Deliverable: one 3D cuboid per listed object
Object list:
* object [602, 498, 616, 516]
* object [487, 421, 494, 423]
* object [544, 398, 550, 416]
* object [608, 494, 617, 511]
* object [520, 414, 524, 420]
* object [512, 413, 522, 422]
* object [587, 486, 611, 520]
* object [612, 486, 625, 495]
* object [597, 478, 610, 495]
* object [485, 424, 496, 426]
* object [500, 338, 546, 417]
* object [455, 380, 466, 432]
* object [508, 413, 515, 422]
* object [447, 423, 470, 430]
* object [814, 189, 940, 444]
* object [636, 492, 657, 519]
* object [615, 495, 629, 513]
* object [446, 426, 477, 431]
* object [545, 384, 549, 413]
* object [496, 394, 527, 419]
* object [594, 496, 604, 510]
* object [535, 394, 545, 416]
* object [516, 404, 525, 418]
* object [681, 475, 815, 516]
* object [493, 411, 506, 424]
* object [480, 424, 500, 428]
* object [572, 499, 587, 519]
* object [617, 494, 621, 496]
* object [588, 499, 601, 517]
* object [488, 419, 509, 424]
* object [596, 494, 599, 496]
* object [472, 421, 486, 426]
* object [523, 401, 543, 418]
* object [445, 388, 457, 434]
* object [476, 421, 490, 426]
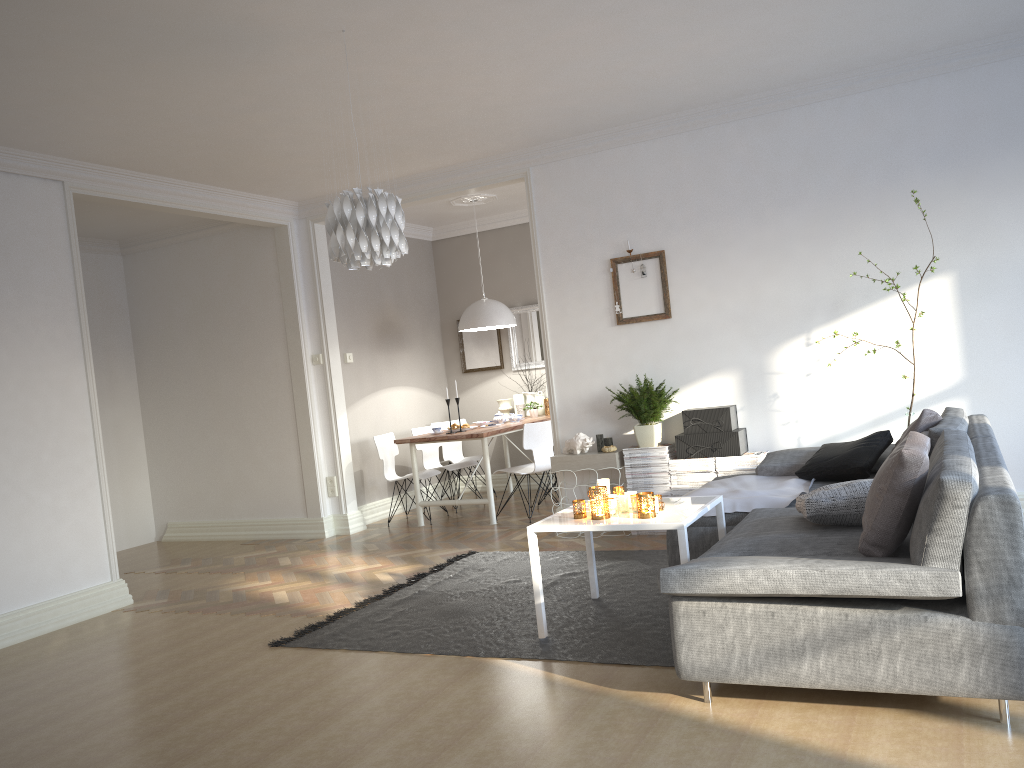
[{"bbox_3d":[0.440,0.554,4.007,0.060,0.073,0.060,-6,1,16],"label":"object"},{"bbox_3d":[-0.156,0.351,8.265,0.201,0.022,0.194,-7,1,-43],"label":"object"},{"bbox_3d":[0.364,0.221,8.640,0.095,0.163,0.095,-7,1,-23],"label":"object"},{"bbox_3d":[0.461,0.551,4.110,0.060,0.073,0.060,-6,1,7],"label":"object"},{"bbox_3d":[0.060,0.313,8.271,0.116,0.056,0.116,-6,1,-1],"label":"object"},{"bbox_3d":[0.042,0.303,8.023,0.090,0.086,0.090,-7,1,-18],"label":"object"},{"bbox_3d":[0.385,0.528,3.939,0.090,0.140,0.087,-6,1,-3],"label":"object"},{"bbox_3d":[0.519,0.540,4.298,0.060,0.079,0.060,-6,1,21],"label":"object"},{"bbox_3d":[0.428,0.481,4.133,0.060,0.073,0.060,-5,2,43],"label":"object"},{"bbox_3d":[-0.187,0.363,7.736,0.100,0.025,0.066,-6,1,4],"label":"object"},{"bbox_3d":[0.192,-0.071,8.745,0.698,0.781,0.351,-6,1,9],"label":"object"},{"bbox_3d":[-0.455,0.181,7.478,0.095,0.449,0.095,-6,2,22],"label":"object"},{"bbox_3d":[0.000,0.306,8.114,0.072,0.086,0.086,-6,1,-8],"label":"object"},{"bbox_3d":[-0.466,0.369,7.727,0.197,0.063,0.188,-6,1,-3],"label":"object"},{"bbox_3d":[2.122,-0.260,5.117,0.775,1.675,0.340,-7,1,-14],"label":"object"},{"bbox_3d":[0.581,0.525,3.841,0.080,0.104,0.080,-6,1,17],"label":"object"},{"bbox_3d":[0.505,0.547,4.046,0.060,0.073,0.060,-7,1,-17],"label":"object"},{"bbox_3d":[-0.439,0.392,7.728,0.287,0.020,0.287,-6,1,14],"label":"object"},{"bbox_3d":[0.378,0.149,8.804,0.091,0.301,0.091,-7,2,-20],"label":"object"},{"bbox_3d":[-0.002,0.226,8.911,0.310,0.228,0.173,-7,1,-20],"label":"object"},{"bbox_3d":[0.416,0.555,4.160,0.060,0.073,0.060,-6,1,7],"label":"object"},{"bbox_3d":[0.282,0.206,8.722,0.114,0.209,0.112,-6,1,27],"label":"object"},{"bbox_3d":[0.090,0.267,8.779,0.094,0.132,0.097,-6,1,-7],"label":"object"},{"bbox_3d":[1.243,0.749,4.722,0.726,0.437,0.811,-6,1,25],"label":"object"},{"bbox_3d":[-0.111,0.303,8.018,0.143,0.119,0.124,-6,1,31],"label":"object"},{"bbox_3d":[-0.187,0.367,7.747,0.180,0.014,0.180,-6,1,-8],"label":"object"},{"bbox_3d":[0.305,0.566,4.012,0.060,0.079,0.060,-6,1,17],"label":"object"},{"bbox_3d":[0.498,0.554,4.180,0.052,0.058,0.050,-6,1,-4],"label":"object"},{"bbox_3d":[0.376,0.561,4.012,0.060,0.073,0.060,-6,1,16],"label":"object"},{"bbox_3d":[-0.154,0.355,8.260,0.287,0.020,0.287,-6,1,-1],"label":"object"},{"bbox_3d":[0.416,0.553,4.160,0.056,0.066,0.056,-7,1,-11],"label":"object"},{"bbox_3d":[-0.294,0.363,8.079,0.129,0.038,0.129,-6,1,32],"label":"object"},{"bbox_3d":[0.206,0.241,8.525,0.178,0.162,0.169,-7,1,-22],"label":"object"},{"bbox_3d":[-0.527,0.216,7.399,0.095,0.396,0.095,-6,2,22],"label":"object"},{"bbox_3d":[-0.257,0.361,7.914,0.129,0.038,0.129,-6,1,27],"label":"object"}]
